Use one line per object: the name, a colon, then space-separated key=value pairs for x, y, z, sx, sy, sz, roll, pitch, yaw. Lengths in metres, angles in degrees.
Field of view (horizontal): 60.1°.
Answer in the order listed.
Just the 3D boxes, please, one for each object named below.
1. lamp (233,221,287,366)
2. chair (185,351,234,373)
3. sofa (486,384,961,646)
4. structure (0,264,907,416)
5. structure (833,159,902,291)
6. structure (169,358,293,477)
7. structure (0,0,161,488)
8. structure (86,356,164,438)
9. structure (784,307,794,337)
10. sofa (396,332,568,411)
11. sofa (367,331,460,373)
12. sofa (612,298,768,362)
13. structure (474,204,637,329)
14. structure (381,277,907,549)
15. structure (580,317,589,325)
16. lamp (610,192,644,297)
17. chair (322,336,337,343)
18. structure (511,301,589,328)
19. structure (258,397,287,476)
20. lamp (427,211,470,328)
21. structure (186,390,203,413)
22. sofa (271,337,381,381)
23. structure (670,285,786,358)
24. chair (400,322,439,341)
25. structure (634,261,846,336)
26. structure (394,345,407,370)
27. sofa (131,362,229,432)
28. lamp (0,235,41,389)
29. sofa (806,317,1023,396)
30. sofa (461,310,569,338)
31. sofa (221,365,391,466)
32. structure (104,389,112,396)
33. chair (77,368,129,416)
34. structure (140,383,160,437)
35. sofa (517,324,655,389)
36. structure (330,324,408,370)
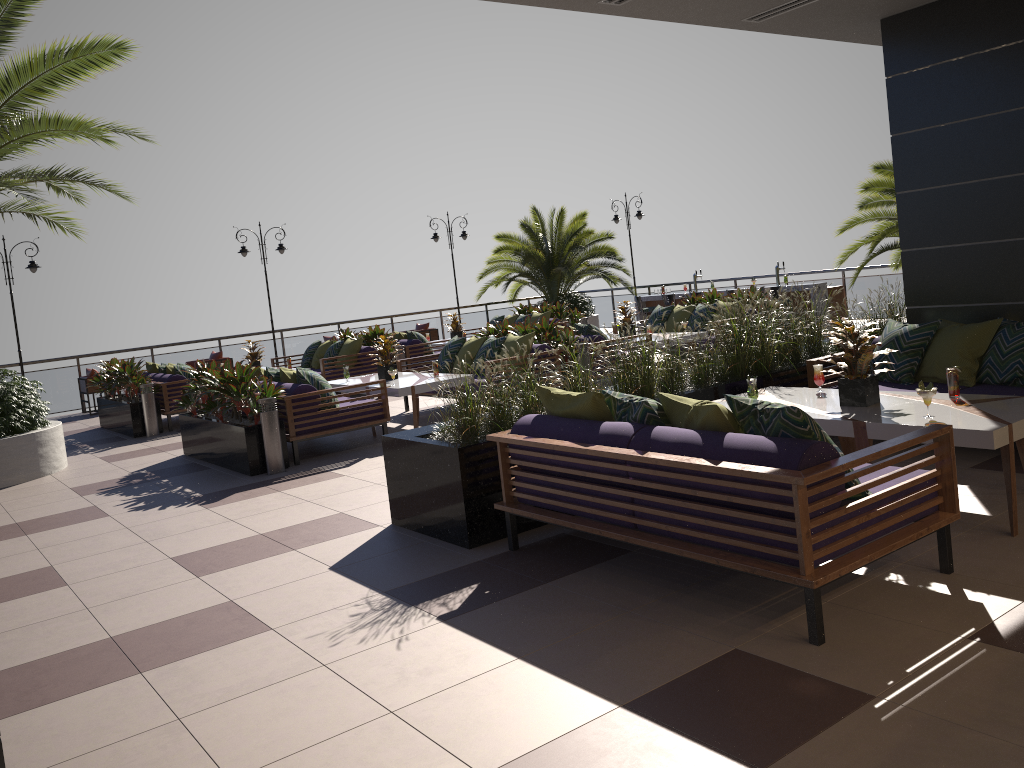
lamp: x=-5.030 y=-1.713 z=18.357 sx=1.127 sy=3.316 sz=0.263 roll=-9 pitch=4 yaw=-36
chair: x=-5.857 y=-0.216 z=17.170 sx=0.717 sy=0.813 sz=0.714 roll=-10 pitch=6 yaw=-35
sofa: x=0.946 y=0.446 z=4.514 sx=1.124 sy=0.916 sz=2.126 roll=-10 pitch=7 yaw=-35
structure: x=-1.459 y=-0.362 z=13.136 sx=17.579 sy=1.055 sz=12.918 roll=-11 pitch=8 yaw=-35
structure: x=6.759 y=-2.418 z=13.192 sx=3.797 sy=3.291 sz=3.772 roll=-6 pitch=5 yaw=7
structure: x=-2.935 y=0.313 z=9.150 sx=0.740 sy=1.167 sz=2.251 roll=-9 pitch=6 yaw=-34
structure: x=-6.289 y=-2.029 z=9.609 sx=4.753 sy=6.481 sz=4.716 roll=-8 pitch=5 yaw=-18
structure: x=-5.602 y=0.187 z=12.794 sx=0.740 sy=1.167 sz=2.251 roll=-9 pitch=6 yaw=-34
structure: x=3.997 y=-0.745 z=12.713 sx=0.181 sy=0.698 sz=0.100 roll=-9 pitch=4 yaw=-35
sofa: x=-0.438 y=-0.147 z=10.925 sx=1.124 sy=0.916 sz=2.126 roll=-10 pitch=7 yaw=-35
sofa: x=-1.861 y=-0.516 z=15.460 sx=1.124 sy=0.916 sz=2.126 roll=-10 pitch=7 yaw=-35
sofa: x=2.618 y=-0.752 z=13.168 sx=1.124 sy=0.916 sz=2.126 roll=-10 pitch=7 yaw=-35
structure: x=0.995 y=-2.692 z=21.097 sx=3.793 sy=3.291 sz=3.775 roll=-4 pitch=6 yaw=22
structure: x=1.978 y=-0.627 z=3.175 sx=24.836 sy=3.111 sz=7.817 roll=-11 pitch=8 yaw=-35
structure: x=1.374 y=-0.875 z=16.356 sx=0.181 sy=0.698 sz=0.100 roll=-9 pitch=4 yaw=-35
lamp: x=2.899 y=-2.946 z=21.294 sx=0.265 sy=3.316 sz=1.121 roll=-9 pitch=4 yaw=-35
chair: x=-3.657 y=-0.649 z=18.763 sx=0.717 sy=0.813 sz=0.714 roll=-10 pitch=6 yaw=-35
structure: x=0.609 y=-1.035 z=17.291 sx=0.740 sy=1.167 sz=2.251 roll=-9 pitch=6 yaw=-34
structure: x=-2.226 y=0.480 z=8.207 sx=0.181 sy=0.698 sz=0.100 roll=-9 pitch=4 yaw=-35
lamp: x=-1.343 y=-2.438 z=21.026 sx=1.127 sy=3.316 sz=0.263 roll=-9 pitch=4 yaw=-36
structure: x=-3.612 y=0.411 z=10.132 sx=0.181 sy=0.698 sz=0.100 roll=-9 pitch=4 yaw=-35
sofa: x=-3.055 y=-0.276 z=14.559 sx=1.124 sy=0.916 sz=2.126 roll=-10 pitch=7 yaw=-35
structure: x=3.275 y=-0.910 z=13.646 sx=0.740 sy=1.167 sz=2.251 roll=-9 pitch=6 yaw=-34
chair: x=-2.120 y=-0.952 z=19.876 sx=0.717 sy=0.813 sz=0.714 roll=-10 pitch=6 yaw=-35
structure: x=4.198 y=-1.590 z=17.046 sx=0.808 sy=1.323 sz=4.401 roll=-9 pitch=7 yaw=-35
structure: x=-1.756 y=-0.259 z=14.090 sx=0.181 sy=0.698 sz=0.100 roll=-9 pitch=4 yaw=-35
sofa: x=-4.917 y=0.089 z=13.217 sx=1.124 sy=0.916 sz=2.126 roll=-10 pitch=7 yaw=-35
lamp: x=-8.764 y=-0.978 z=15.653 sx=1.127 sy=3.316 sz=0.263 roll=-9 pitch=4 yaw=-36
sofa: x=3.316 y=-0.021 z=6.230 sx=1.124 sy=0.916 sz=2.126 roll=-10 pitch=7 yaw=-35
sofa: x=0.006 y=-0.881 z=16.796 sx=1.124 sy=0.916 sz=2.126 roll=-10 pitch=7 yaw=-35
sofa: x=-2.305 y=0.219 z=9.590 sx=1.124 sy=0.916 sz=2.126 roll=-10 pitch=7 yaw=-35
structure: x=-6.239 y=0.281 z=13.781 sx=0.181 sy=0.698 sz=0.100 roll=-9 pitch=4 yaw=-35
chair: x=-7.395 y=0.087 z=16.057 sx=0.717 sy=0.813 sz=0.714 roll=-10 pitch=6 yaw=-35
structure: x=-4.850 y=0.350 z=11.851 sx=0.181 sy=0.698 sz=0.100 roll=-9 pitch=4 yaw=-35
sofa: x=0.756 y=-0.386 z=11.826 sx=1.124 sy=0.916 sz=2.126 roll=-10 pitch=7 yaw=-35
structure: x=-2.510 y=-0.424 z=15.061 sx=0.718 sy=1.167 sz=2.247 roll=-10 pitch=7 yaw=-39
